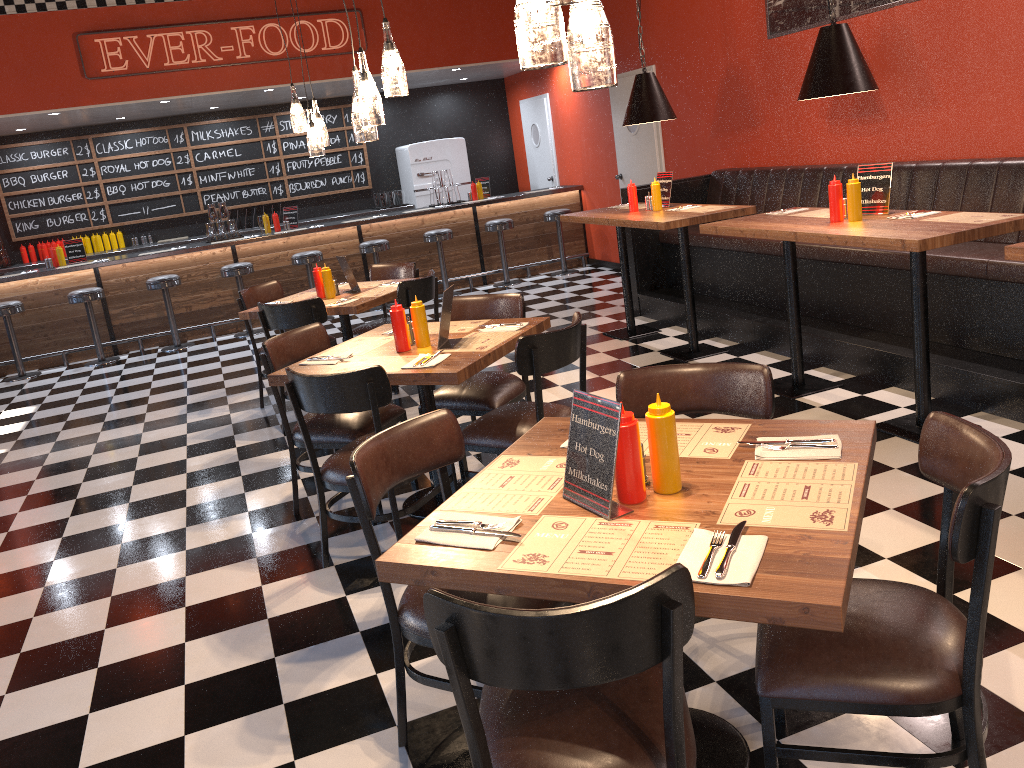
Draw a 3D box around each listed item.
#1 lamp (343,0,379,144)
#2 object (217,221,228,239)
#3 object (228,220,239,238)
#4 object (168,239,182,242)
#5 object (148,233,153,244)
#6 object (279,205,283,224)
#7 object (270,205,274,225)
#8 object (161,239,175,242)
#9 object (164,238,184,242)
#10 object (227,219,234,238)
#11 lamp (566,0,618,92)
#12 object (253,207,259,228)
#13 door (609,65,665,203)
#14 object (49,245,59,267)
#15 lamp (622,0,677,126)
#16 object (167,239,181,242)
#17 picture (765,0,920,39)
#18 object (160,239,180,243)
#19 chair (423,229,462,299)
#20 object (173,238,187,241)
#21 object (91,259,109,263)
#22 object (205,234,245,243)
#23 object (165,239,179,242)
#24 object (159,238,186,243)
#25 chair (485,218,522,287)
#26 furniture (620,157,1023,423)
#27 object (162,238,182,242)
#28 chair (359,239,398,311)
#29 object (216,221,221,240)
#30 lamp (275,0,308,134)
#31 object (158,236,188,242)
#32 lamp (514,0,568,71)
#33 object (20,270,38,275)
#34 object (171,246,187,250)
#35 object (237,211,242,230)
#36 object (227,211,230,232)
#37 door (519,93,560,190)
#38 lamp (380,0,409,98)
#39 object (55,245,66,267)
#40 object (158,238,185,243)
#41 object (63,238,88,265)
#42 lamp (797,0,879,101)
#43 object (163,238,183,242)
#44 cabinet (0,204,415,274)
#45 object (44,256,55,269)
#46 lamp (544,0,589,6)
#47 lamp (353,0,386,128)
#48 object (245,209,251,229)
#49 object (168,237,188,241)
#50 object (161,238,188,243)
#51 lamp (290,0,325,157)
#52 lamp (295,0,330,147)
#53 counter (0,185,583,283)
[{"bbox_3d":[-0.774,-2.011,3.706,0.108,1.947,0.109,-9,13,-6],"label":"lamp"},{"bbox_3d":[-3.286,-1.737,10.048,0.105,0.207,0.106,-1,15,26],"label":"object"},{"bbox_3d":[-3.170,-1.762,10.078,0.105,0.207,0.106,-1,15,26],"label":"object"},{"bbox_3d":[-4.397,-1.866,11.502,0.366,0.001,0.263,-12,16,-16],"label":"object"},{"bbox_3d":[-4.664,-1.875,11.419,0.047,0.135,0.094,-13,15,-22],"label":"object"},{"bbox_3d":[-3.118,-2.289,11.910,0.072,0.254,0.190,-11,14,-12],"label":"object"},{"bbox_3d":[-3.221,-2.265,11.876,0.074,0.255,0.191,-12,14,-15],"label":"object"},{"bbox_3d":[-4.399,-1.879,11.498,0.366,0.001,0.263,-13,16,-18],"label":"object"},{"bbox_3d":[-4.399,-1.874,11.500,0.366,0.001,0.263,-14,16,-20],"label":"object"},{"bbox_3d":[-3.220,-1.783,10.183,0.105,0.207,0.106,-1,15,26],"label":"object"},{"bbox_3d":[0.055,-1.610,1.798,0.108,1.947,0.109,-9,13,-6],"label":"lamp"},{"bbox_3d":[-3.431,-2.217,11.808,0.072,0.254,0.190,-10,14,-8],"label":"object"},{"bbox_3d":[1.364,-2.225,9.498,0.162,2.158,1.034,-12,14,-17],"label":"door"},{"bbox_3d":[-4.916,-1.375,9.508,0.068,0.235,0.068,-12,13,-16],"label":"object"},{"bbox_3d":[0.825,-2.808,5.981,0.381,2.025,0.386,-3,14,23],"label":"lamp"},{"bbox_3d":[-4.398,-1.868,11.501,0.366,0.001,0.263,-11,15,-12],"label":"object"},{"bbox_3d":[2.284,-3.019,6.147,0.023,0.930,1.783,-12,15,-17],"label":"picture"},{"bbox_3d":[-4.398,-1.870,11.501,0.366,0.001,0.263,-13,16,-18],"label":"object"},{"bbox_3d":[-0.806,-1.401,10.264,0.349,0.767,0.351,-12,14,-18],"label":"chair"},{"bbox_3d":[-4.398,-1.869,11.501,0.366,0.001,0.263,-12,16,-15],"label":"object"},{"bbox_3d":[-4.393,-1.321,9.455,0.158,0.019,0.257,-11,15,-12],"label":"object"},{"bbox_3d":[-3.279,-1.660,10.129,0.438,0.018,0.275,-13,16,-18],"label":"object"},{"bbox_3d":[-4.398,-1.872,11.500,0.366,0.001,0.263,-12,16,-16],"label":"object"},{"bbox_3d":[-4.398,-1.871,11.500,0.366,0.001,0.263,-12,16,-15],"label":"object"},{"bbox_3d":[-0.106,-1.562,10.494,0.349,0.767,0.351,-11,13,-13],"label":"chair"},{"bbox_3d":[2.993,-0.394,3.859,1.107,1.138,8.822,-12,16,-17],"label":"furniture"},{"bbox_3d":[-4.399,-1.878,11.499,0.366,0.001,0.263,-12,16,-16],"label":"object"},{"bbox_3d":[-1.506,-1.241,10.035,0.348,0.767,0.352,-1,15,26],"label":"chair"},{"bbox_3d":[-3.330,-1.758,10.147,0.105,0.207,0.106,-1,15,26],"label":"object"},{"bbox_3d":[-1.557,-2.635,5.761,0.109,1.947,0.109,-14,14,-26],"label":"lamp"},{"bbox_3d":[-4.400,-1.880,11.498,0.366,0.001,0.263,-12,16,-16],"label":"object"},{"bbox_3d":[-0.062,-1.638,1.735,0.109,1.947,0.109,-17,16,-35],"label":"lamp"},{"bbox_3d":[-5.033,-1.170,9.229,0.158,0.019,0.257,-14,16,-21],"label":"object"},{"bbox_3d":[-3.655,-1.496,9.720,0.158,0.019,0.257,-14,16,-21],"label":"object"},{"bbox_3d":[-3.640,-2.169,11.739,0.072,0.254,0.190,-11,14,-12],"label":"object"},{"bbox_3d":[-3.744,-2.145,11.704,0.072,0.254,0.189,-13,15,-22],"label":"object"},{"bbox_3d":[0.414,-2.797,12.102,0.162,2.158,1.034,-12,14,-17],"label":"door"},{"bbox_3d":[-0.629,-2.184,3.618,0.108,1.947,0.109,4,17,43],"label":"lamp"},{"bbox_3d":[-4.823,-1.376,9.464,0.068,0.235,0.068,-12,13,-16],"label":"object"},{"bbox_3d":[-4.398,-1.873,11.500,0.366,0.001,0.263,-12,15,-14],"label":"object"},{"bbox_3d":[-4.744,-1.441,9.625,0.189,0.254,0.073,-15,15,-27],"label":"object"},{"bbox_3d":[1.481,-2.414,4.185,0.381,2.025,0.386,-3,14,23],"label":"lamp"},{"bbox_3d":[-4.399,-1.876,11.499,0.366,0.001,0.263,-12,16,-15],"label":"object"},{"bbox_3d":[-3.824,-1.449,11.577,5.299,0.990,0.680,-13,14,-18],"label":"cabinet"},{"bbox_3d":[-4.915,-1.291,9.396,0.093,0.135,0.047,-4,14,16],"label":"object"},{"bbox_3d":[-0.014,-1.723,1.597,0.108,1.947,0.109,-1,14,28],"label":"lamp"},{"bbox_3d":[-0.727,-2.045,3.584,0.108,1.947,0.109,-2,14,23],"label":"lamp"},{"bbox_3d":[-3.537,-2.193,11.773,0.070,0.256,0.190,-11,14,-14],"label":"object"},{"bbox_3d":[-4.399,-1.879,11.499,0.366,0.001,0.263,-13,16,-17],"label":"object"},{"bbox_3d":[-4.398,-1.867,11.501,0.366,0.001,0.263,-13,16,-17],"label":"object"},{"bbox_3d":[-1.423,-2.450,5.663,0.108,1.947,0.109,-1,14,28],"label":"lamp"},{"bbox_3d":[-1.413,-2.541,5.769,0.109,1.947,0.109,-16,15,-30],"label":"lamp"},{"bbox_3d":[-2.512,-1.754,10.210,7.059,0.049,0.680,-13,16,-18],"label":"counter"}]
